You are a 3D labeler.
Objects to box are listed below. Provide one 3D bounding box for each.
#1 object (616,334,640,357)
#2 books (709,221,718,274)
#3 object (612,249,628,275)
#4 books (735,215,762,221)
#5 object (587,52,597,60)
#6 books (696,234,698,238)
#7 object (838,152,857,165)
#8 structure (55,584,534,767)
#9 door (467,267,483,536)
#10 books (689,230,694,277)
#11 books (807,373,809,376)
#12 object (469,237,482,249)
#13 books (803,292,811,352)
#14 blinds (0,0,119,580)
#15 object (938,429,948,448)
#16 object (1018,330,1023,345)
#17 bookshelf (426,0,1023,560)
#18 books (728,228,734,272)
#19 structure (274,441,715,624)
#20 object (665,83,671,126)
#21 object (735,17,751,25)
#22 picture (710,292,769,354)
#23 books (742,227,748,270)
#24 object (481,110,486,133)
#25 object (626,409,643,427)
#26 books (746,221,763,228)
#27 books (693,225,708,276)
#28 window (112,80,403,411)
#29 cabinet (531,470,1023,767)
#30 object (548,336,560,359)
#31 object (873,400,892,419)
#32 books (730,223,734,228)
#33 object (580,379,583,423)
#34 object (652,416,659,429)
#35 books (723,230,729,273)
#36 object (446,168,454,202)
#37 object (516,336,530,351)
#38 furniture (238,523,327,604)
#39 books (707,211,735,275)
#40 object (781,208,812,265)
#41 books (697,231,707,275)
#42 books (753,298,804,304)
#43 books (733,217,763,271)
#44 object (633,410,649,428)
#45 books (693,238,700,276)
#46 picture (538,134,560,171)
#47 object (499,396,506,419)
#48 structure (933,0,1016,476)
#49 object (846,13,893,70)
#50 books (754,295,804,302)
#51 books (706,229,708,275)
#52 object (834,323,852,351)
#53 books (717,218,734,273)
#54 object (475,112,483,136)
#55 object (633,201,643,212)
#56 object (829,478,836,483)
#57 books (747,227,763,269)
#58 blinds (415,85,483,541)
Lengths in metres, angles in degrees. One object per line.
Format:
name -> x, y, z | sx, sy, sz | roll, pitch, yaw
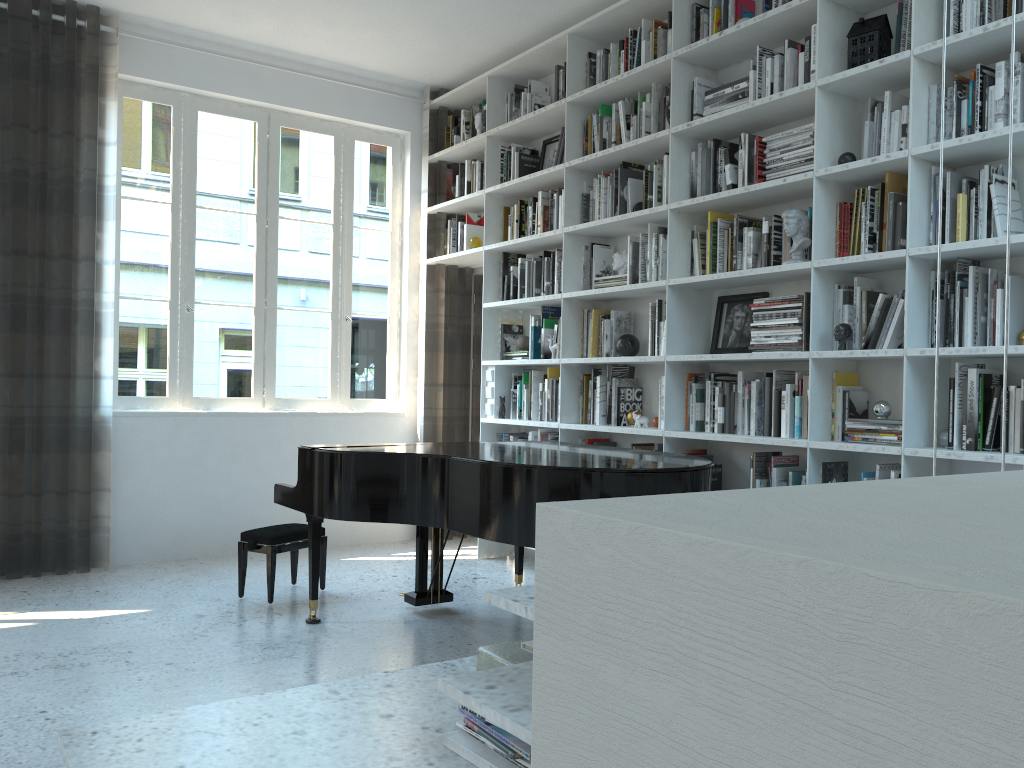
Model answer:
object -> 0.630, -0.205, 4.825 | 0.134, 0.135, 0.133 | 1, 0, 15
books -> 1.017, -0.634, 4.248 | 0.189, 0.266, 0.015 | 1, 0, -34
object -> 0.611, -0.668, 4.902 | 0.121, 0.157, 0.095 | 1, 0, -20
books -> 1.106, -0.641, 4.159 | 0.176, 0.284, 0.013 | 1, 0, -34
object -> 0.496, -1.751, 5.105 | 0.159, 0.285, 0.012 | 1, 0, -34
books -> 0.962, -0.618, 4.403 | 0.142, 0.235, 0.011 | 1, 0, -34
object -> 1.365, -0.907, 3.610 | 0.071, 0.072, 0.071 | 1, 0, 15
structure -> 1.047, 0.806, 1.684 | 3.113, 0.659, 2.899 | 1, 0, -34
door -> 0.197, 0.150, 6.479 | 0.786, 1.981, 0.834 | 1, 0, -34
books -> 0.944, -0.628, 4.417 | 0.161, 0.254, 0.012 | 1, 0, -34
books -> 1.326, 0.095, 3.851 | 0.132, 0.284, 0.010 | 1, 0, -34
object -> -0.247, -0.963, 6.063 | 0.087, 0.088, 0.086 | 1, 0, 15
books -> 1.322, -0.260, 3.828 | 0.184, 0.261, 0.011 | 1, 0, -34
blinds -> -2.644, -0.545, 4.953 | 0.776, 3.231, 0.140 | 1, 0, -34
object -> 1.637, 0.204, 3.324 | 0.071, 0.072, 0.071 | 1, 0, 15
object -> 1.805, -0.160, 3.092 | 0.071, 0.072, 0.071 | 1, 0, 15
bookshelf -> 1.229, -0.408, 3.871 | 0.330, 3.142, 6.296 | 1, 0, -34
books -> 1.084, -0.613, 4.191 | 0.169, 0.228, 0.012 | 1, 0, -34
structure -> -0.075, 0.704, 3.888 | 1.334, 0.833, 1.918 | 1, 0, -34
object -> 0.793, -1.366, 4.397 | 0.075, 0.255, 0.075 | 1, 0, 35
object -> 1.089, -1.654, 4.141 | 0.105, 0.106, 0.104 | 1, 0, 34
picture -> 1.092, -0.284, 4.273 | 0.077, 0.300, 0.300 | 1, 0, -34
books -> 1.137, -0.607, 4.112 | 0.175, 0.216, 0.024 | 1, 0, -34
object -> -0.171, -1.703, 5.824 | 0.067, 0.198, 0.067 | 1, 0, 8
object -> 0.663, 0.183, 4.787 | 0.091, 0.092, 0.091 | 1, 0, 34
books -> 1.139, -0.624, 4.134 | 0.130, 0.251, 0.011 | 1, 0, -34
books -> 0.958, -0.641, 4.413 | 0.140, 0.282, 0.010 | 1, 0, -34
window -> -1.615, -0.813, 5.848 | 1.983, 2.009, 0.073 | 1, 0, -34
cabinet -> 0.560, 0.435, 0.750 | 0.993, 0.668, 0.551 | 1, 0, -34
object -> 0.241, -0.212, 5.153 | 0.081, 0.140, 0.044 | 1, 0, 40
object -> 1.447, 0.100, 3.465 | 0.071, 0.072, 0.071 | 1, 0, 15
books -> 1.090, -0.629, 4.219 | 0.134, 0.259, 0.028 | 1, 0, -34
object -> 0.459, 0.100, 5.116 | 0.161, 0.254, 0.012 | 1, 0, -34
object -> 0.753, 0.199, 4.577 | 0.061, 0.062, 0.061 | 1, 0, 15
books -> 1.070, -0.614, 4.237 | 0.147, 0.228, 0.024 | 1, 0, -34
object -> -0.408, -1.399, 6.403 | 0.176, 0.295, 0.035 | 1, 0, -34
object -> 0.080, -0.255, 5.640 | 0.105, 0.106, 0.105 | 1, 0, 34
furniture -> -1.194, 0.917, 4.628 | 0.240, 0.353, 0.467 | 1, 0, 31
books -> 1.010, -0.659, 4.260 | 0.188, 0.317, 0.014 | 1, 0, -34
object -> 1.214, -0.620, 3.762 | 0.137, 0.244, 0.138 | 1, 0, 21
books -> 0.980, -0.621, 4.354 | 0.162, 0.242, 0.042 | 1, 0, -34
books -> 1.235, -0.365, 3.970 | 0.161, 0.012, 0.254 | 1, 0, -37
books -> 1.105, -0.633, 4.134 | 0.190, 0.268, 0.028 | 1, 0, -34
object -> 0.675, 0.182, 4.651 | 0.078, 0.095, 0.060 | 1, 0, -17
books -> 0.959, -0.605, 4.363 | 0.156, 0.208, 0.053 | 1, 0, -34
picture -> 0.266, -1.400, 5.517 | 0.077, 0.300, 0.300 | 1, 0, -34
object -> -0.062, 0.149, 5.628 | 0.045, 0.146, 0.045 | 1, 0, 4
structure -> 0.842, -0.895, 1.346 | 1.954, 3.382, 2.613 | 1, 0, -34
object -> 1.437, -1.356, 3.564 | 0.135, 0.248, 0.135 | 1, 0, -44
books -> 1.233, -0.378, 3.969 | 0.161, 0.012, 0.254 | 1, 0, -30
books -> 1.006, -0.624, 4.331 | 0.139, 0.248, 0.026 | 1, 0, -34
object -> 1.323, -0.187, 3.549 | 0.079, 0.113, 0.054 | 1, 0, -35
books -> 1.042, -0.640, 4.238 | 0.170, 0.281, 0.010 | 1, 0, -34
object -> -0.216, -1.704, 5.891 | 0.067, 0.198, 0.067 | 1, 0, 8
object -> 0.691, -0.921, 4.718 | 0.097, 0.098, 0.097 | 1, 0, 15
object -> 1.298, 0.495, 3.610 | 0.046, 0.225, 0.053 | 1, 0, -22
books -> 1.153, -0.606, 4.090 | 0.168, 0.215, 0.030 | 1, 0, -34
blinds -> -0.332, -0.488, 6.519 | 0.776, 3.231, 0.140 | 1, 0, -34
